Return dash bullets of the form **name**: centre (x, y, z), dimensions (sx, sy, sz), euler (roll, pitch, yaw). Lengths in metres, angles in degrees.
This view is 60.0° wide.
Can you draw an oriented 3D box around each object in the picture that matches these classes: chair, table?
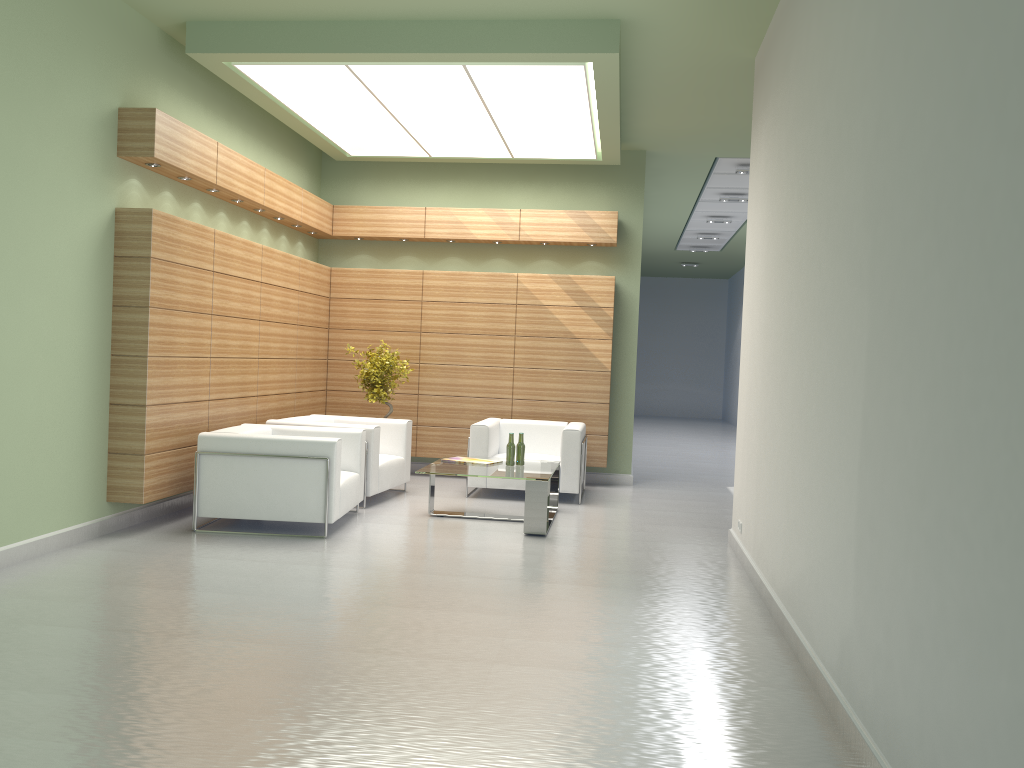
- **chair**: centre (-3.016, 1.234, 11.868), dimensions (1.802, 1.234, 1.894), euler (3, 2, 2)
- **table**: centre (-0.286, 1.547, 12.742), dimensions (1.783, 0.742, 2.197), euler (3, 2, 7)
- **chair**: centre (0.298, 1.283, 15.251), dimensions (1.894, 1.234, 1.802), euler (3, 2, 7)
- **chair**: centre (-2.711, 1.184, 14.173), dimensions (1.769, 1.234, 1.894), euler (3, 2, 12)

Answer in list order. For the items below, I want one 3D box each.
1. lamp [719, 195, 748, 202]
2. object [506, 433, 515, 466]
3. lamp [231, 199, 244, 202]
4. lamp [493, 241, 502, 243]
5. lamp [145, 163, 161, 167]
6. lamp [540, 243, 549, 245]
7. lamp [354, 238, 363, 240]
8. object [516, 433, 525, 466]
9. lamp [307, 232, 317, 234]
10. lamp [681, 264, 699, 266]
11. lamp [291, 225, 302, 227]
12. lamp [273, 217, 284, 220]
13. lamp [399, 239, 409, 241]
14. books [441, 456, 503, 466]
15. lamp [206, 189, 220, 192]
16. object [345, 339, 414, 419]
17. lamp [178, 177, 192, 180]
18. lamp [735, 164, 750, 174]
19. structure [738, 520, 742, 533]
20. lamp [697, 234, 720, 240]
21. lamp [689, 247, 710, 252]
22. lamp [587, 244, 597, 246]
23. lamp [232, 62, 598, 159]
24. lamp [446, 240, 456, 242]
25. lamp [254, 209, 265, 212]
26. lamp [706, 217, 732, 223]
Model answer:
- **lamp**: centre (5.198, -4.366, 20.779), dimensions (0.657, 0.159, 0.286), euler (3, 2, 7)
- **object**: centre (-0.017, 0.945, 12.826), dimensions (0.131, 0.475, 0.131), euler (2, 2, -28)
- **lamp**: centre (-4.125, -2.778, 13.329), dimensions (0.181, 0.074, 0.181), euler (2, 2, -21)
- **lamp**: centre (-0.281, -2.709, 16.790), dimensions (0.181, 0.074, 0.181), euler (2, 2, 1)
- **lamp**: centre (-4.424, -2.725, 10.937), dimensions (0.181, 0.074, 0.181), euler (2, 2, -21)
- **lamp**: centre (0.615, -2.668, 16.679), dimensions (0.181, 0.074, 0.181), euler (1, 2, -32)
- **lamp**: centre (-2.957, -2.833, 17.121), dimensions (0.181, 0.074, 0.181), euler (2, 2, 1)
- **object**: centre (0.126, 0.948, 12.931), dimensions (0.131, 0.475, 0.131), euler (2, 2, -28)
- **lamp**: centre (-3.723, -2.850, 16.545), dimensions (0.181, 0.074, 0.181), euler (2, 2, -10)
- **lamp**: centre (6.914, -4.670, 34.503), dimensions (0.657, 0.159, 0.286), euler (3, 2, 7)
- **lamp**: centre (-3.823, -2.832, 15.743), dimensions (0.181, 0.074, 0.181), euler (2, 2, -21)
- **lamp**: centre (-3.925, -2.814, 14.929), dimensions (0.181, 0.074, 0.181), euler (2, 2, -10)
- **lamp**: centre (-2.066, -2.792, 17.011), dimensions (0.181, 0.074, 0.181), euler (2, 2, 1)
- **books**: centre (-0.590, 1.138, 13.126), dimensions (0.762, 0.025, 0.508), euler (3, 2, 27)
- **lamp**: centre (-4.224, -2.761, 12.533), dimensions (0.181, 0.074, 0.181), euler (2, 2, -10)
- **object**: centre (-2.437, 0.477, 15.770), dimensions (1.201, 2.565, 1.116), euler (2, 2, -25)
- **lamp**: centre (-4.325, -2.743, 11.727), dimensions (0.181, 0.074, 0.181), euler (2, 2, -10)
- **lamp**: centre (4.819, -4.299, 17.752), dimensions (0.657, 0.159, 0.286), euler (3, 2, 7)
- **structure**: centre (2.805, 1.748, 10.913), dimensions (0.017, 0.118, 0.262), euler (3, 2, 7)
- **lamp**: centre (5.982, -4.505, 27.051), dimensions (0.657, 0.159, 0.286), euler (3, 2, 7)
- **lamp**: centre (6.360, -4.572, 30.074), dimensions (0.657, 0.159, 0.286), euler (3, 2, 7)
- **lamp**: centre (1.492, -2.628, 16.570), dimensions (0.181, 0.074, 0.181), euler (2, 2, 1)
- **lamp**: centre (-1.042, -4.245, 13.697), dimensions (4.571, 0.325, 5.060), euler (3, 2, 7)
- **lamp**: centre (-1.164, -2.750, 16.899), dimensions (0.181, 0.074, 0.181), euler (1, 2, -32)
- **lamp**: centre (-4.024, -2.796, 14.137), dimensions (0.181, 0.074, 0.181), euler (2, 2, -10)
- **lamp**: centre (5.593, -4.436, 23.942), dimensions (0.657, 0.159, 0.286), euler (3, 2, 7)
